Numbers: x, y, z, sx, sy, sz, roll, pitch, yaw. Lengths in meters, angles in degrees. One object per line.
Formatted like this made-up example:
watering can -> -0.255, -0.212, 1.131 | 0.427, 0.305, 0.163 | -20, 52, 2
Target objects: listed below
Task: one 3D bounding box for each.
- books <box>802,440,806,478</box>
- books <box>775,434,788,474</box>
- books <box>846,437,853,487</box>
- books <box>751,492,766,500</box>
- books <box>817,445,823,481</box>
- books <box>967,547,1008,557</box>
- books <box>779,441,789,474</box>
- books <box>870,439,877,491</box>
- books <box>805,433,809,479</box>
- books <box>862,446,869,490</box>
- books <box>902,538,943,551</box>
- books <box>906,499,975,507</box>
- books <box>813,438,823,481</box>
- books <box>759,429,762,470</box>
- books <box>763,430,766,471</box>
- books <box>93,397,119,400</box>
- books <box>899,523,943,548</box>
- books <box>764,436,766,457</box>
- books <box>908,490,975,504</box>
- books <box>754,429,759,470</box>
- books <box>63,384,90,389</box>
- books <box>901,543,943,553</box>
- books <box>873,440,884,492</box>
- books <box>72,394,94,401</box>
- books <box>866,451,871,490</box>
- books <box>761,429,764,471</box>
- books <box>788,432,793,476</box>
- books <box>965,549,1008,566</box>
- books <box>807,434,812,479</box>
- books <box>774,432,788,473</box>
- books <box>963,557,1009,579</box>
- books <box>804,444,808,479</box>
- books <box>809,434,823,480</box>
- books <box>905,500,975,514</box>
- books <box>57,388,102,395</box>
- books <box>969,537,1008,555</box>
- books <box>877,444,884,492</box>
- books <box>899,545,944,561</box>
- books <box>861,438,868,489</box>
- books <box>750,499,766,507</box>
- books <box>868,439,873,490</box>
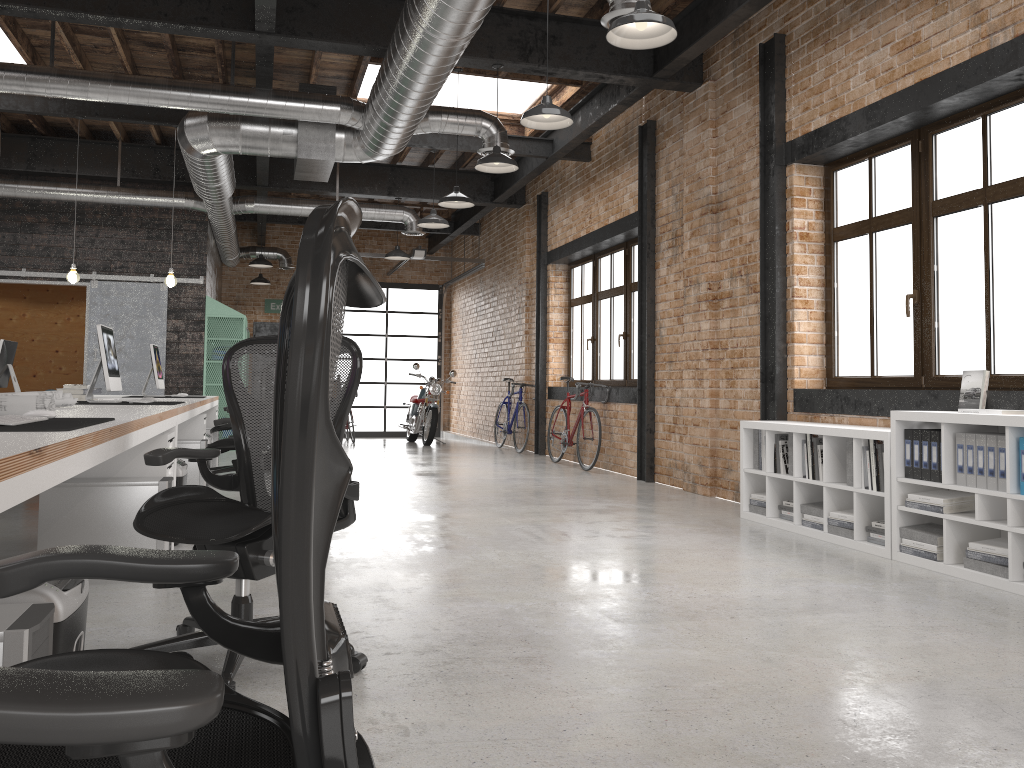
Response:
books -> 1.947, 0.488, 5.671 | 0.182, 0.263, 0.056 | 1, -3, -11
books -> 1.887, 0.478, 5.971 | 0.221, 0.283, 0.061 | 1, -3, -11
books -> 2.110, 0.443, 5.228 | 0.259, 0.352, 0.065 | 1, -3, -11
books -> 1.812, 0.770, 6.114 | 0.214, 0.052, 0.252 | 1, 0, -16
books -> 2.005, 0.499, 5.511 | 0.197, 0.240, 0.058 | 1, -3, -11
books -> 2.352, 0.788, 4.211 | 0.219, 0.039, 0.260 | 1, 0, -16
books -> 1.893, 0.499, 5.935 | 0.197, 0.240, 0.058 | 1, -3, -11
books -> 2.157, 0.443, 5.009 | 0.259, 0.353, 0.070 | 1, -3, -11
books -> 1.995, 0.442, 5.636 | 0.258, 0.355, 0.049 | 1, -3, -11
books -> 2.102, 0.488, 5.067 | 0.182, 0.263, 0.056 | 1, -3, -11
books -> 2.213, 0.825, 4.623 | 0.214, 0.046, 0.251 | 1, 0, -16
books -> 2.228, 0.603, 4.594 | 0.219, 0.034, 0.259 | 1, 0, -16
books -> 2.000, 0.478, 5.547 | 0.221, 0.283, 0.061 | 1, -3, -11
books -> 1.851, 0.453, 6.194 | 0.249, 0.334, 0.060 | 1, -3, -11
books -> 1.869, 0.467, 6.142 | 0.259, 0.306, 0.040 | 1, -3, -11
books -> -3.235, 0.113, 6.898 | 0.243, 0.019, 0.205 | 1, 0, 21
books -> 2.212, 0.789, 4.644 | 0.217, 0.078, 0.290 | 1, 0, -16
books -> 1.835, 0.488, 6.095 | 0.182, 0.263, 0.056 | 1, -3, -11
books -> 2.229, 0.584, 4.591 | 0.214, 0.046, 0.251 | 1, 0, -16
books -> 1.843, 0.444, 6.256 | 0.259, 0.352, 0.065 | 1, -3, -11
books -> -3.035, 0.018, 6.182 | 0.153, 0.030, 0.185 | 1, 0, -18
books -> 2.212, 0.843, 4.627 | 0.219, 0.034, 0.259 | 1, 0, -16
books -> 2.165, 0.442, 4.980 | 0.271, 0.355, 0.062 | 1, -3, -11
books -> -3.039, 0.096, 6.161 | 0.200, 0.050, 0.271 | 1, 0, -19
books -> 2.103, 0.499, 5.035 | 0.162, 0.240, 0.054 | 1, -3, -11
books -> 1.864, 0.462, 6.164 | 0.265, 0.315, 0.025 | 1, -3, -11
books -> 1.955, 0.444, 5.833 | 0.259, 0.352, 0.065 | 1, -3, -11
books -> 2.347, 0.814, 4.216 | 0.206, 0.067, 0.275 | 1, 0, -16
books -> 2.003, 0.443, 5.614 | 0.259, 0.353, 0.070 | 1, -3, -11
books -> 1.898, 0.442, 6.008 | 0.271, 0.355, 0.062 | 1, -3, -11
books -> 2.351, 0.866, 4.222 | 0.217, 0.072, 0.289 | 1, 0, -16
books -> 1.948, 0.499, 5.639 | 0.162, 0.240, 0.054 | 1, -3, -11
books -> 2.011, 0.442, 5.584 | 0.271, 0.355, 0.062 | 1, -3, -11
books -> 2.223, 0.629, 4.600 | 0.206, 0.061, 0.274 | 1, 0, -16
books -> -3.021, 0.049, 6.184 | 0.193, 0.045, 0.257 | 1, 0, 1
books -> 2.353, 0.770, 4.208 | 0.214, 0.052, 0.252 | 1, 0, -16
books -> 2.154, 0.477, 4.942 | 0.221, 0.283, 0.061 | 1, -3, -11
books -> 2.207, 0.870, 4.632 | 0.206, 0.061, 0.274 | 1, 0, -16
books -> 2.137, 0.467, 5.114 | 0.259, 0.306, 0.040 | 1, -3, -11
books -> 1.806, 0.815, 6.122 | 0.206, 0.067, 0.275 | 1, 0, -16
books -> 2.149, 0.442, 5.031 | 0.258, 0.355, 0.049 | 1, -3, -11
